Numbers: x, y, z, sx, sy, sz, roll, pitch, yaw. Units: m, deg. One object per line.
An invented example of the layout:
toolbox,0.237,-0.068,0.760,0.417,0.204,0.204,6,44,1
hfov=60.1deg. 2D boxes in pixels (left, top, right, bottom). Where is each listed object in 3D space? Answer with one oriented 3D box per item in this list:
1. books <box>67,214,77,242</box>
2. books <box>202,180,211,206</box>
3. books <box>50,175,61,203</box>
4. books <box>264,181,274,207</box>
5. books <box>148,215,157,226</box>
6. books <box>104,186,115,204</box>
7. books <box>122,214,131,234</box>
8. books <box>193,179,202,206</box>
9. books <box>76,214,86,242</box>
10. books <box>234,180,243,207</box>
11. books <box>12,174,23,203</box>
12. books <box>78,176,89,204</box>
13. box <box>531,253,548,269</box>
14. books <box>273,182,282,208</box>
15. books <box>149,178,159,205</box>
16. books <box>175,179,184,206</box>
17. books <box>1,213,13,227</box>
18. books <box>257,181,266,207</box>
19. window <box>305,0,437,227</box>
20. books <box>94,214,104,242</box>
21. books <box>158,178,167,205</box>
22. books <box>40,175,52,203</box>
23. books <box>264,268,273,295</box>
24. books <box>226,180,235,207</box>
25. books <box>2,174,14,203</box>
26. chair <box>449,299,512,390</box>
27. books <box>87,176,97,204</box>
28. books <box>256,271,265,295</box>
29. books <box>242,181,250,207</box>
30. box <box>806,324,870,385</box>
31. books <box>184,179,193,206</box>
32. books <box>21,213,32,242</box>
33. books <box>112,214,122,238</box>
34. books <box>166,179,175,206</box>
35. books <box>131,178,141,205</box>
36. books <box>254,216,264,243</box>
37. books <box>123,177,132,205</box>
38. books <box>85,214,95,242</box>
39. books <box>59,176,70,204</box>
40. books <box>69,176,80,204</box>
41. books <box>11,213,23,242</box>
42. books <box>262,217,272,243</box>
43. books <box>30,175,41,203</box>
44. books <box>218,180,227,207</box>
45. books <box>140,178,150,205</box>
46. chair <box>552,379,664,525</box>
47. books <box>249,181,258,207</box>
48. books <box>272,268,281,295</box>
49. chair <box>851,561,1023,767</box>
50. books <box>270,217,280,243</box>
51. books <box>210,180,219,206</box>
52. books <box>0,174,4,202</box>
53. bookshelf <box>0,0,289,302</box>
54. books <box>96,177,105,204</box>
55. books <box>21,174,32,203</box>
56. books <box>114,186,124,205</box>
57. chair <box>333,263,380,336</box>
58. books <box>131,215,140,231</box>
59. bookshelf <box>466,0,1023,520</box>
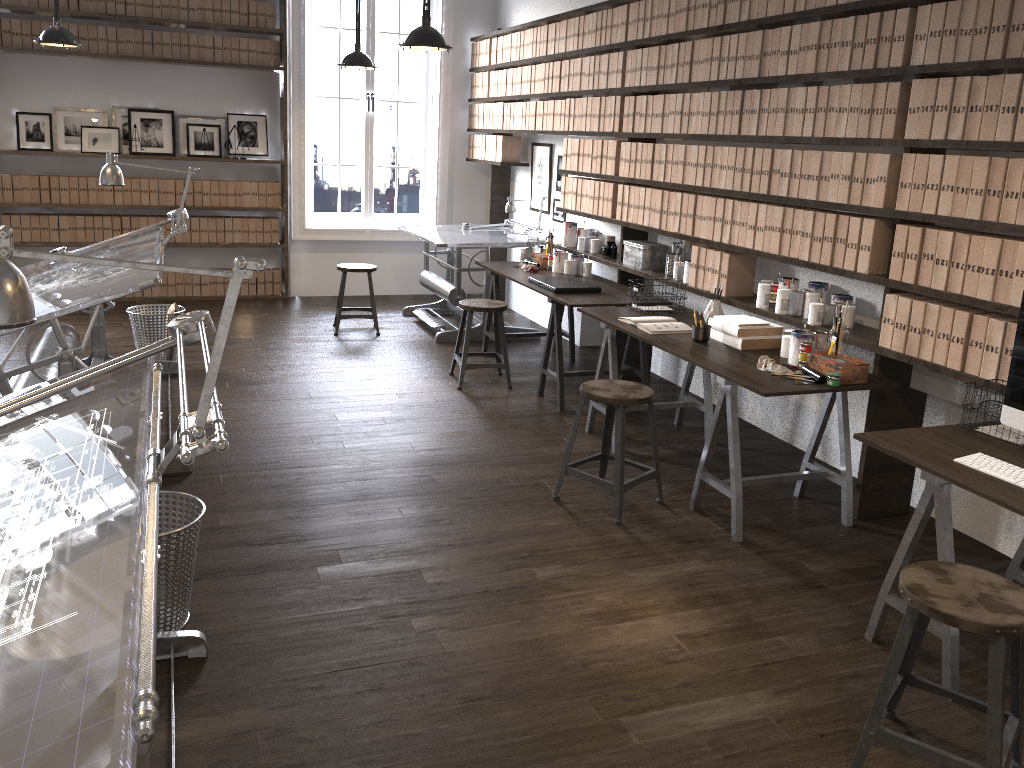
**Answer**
books,-3.758,-1.336,7.580,0.067,0.223,0.176,-2,15,-21
books,-2.726,-1.703,7.895,0.067,0.223,0.176,-2,15,-21
books,-3.845,-1.642,7.473,0.067,0.223,0.176,-2,15,-21
books,-2.219,-1.732,8.094,0.067,0.223,0.176,-2,15,-21
books,-3.165,-1.369,7.805,0.067,0.223,0.176,-2,15,-21
books,-3.461,-1.662,7.616,0.067,0.223,0.176,-2,15,-21
books,-3.363,-1.357,7.727,0.067,0.223,0.176,-2,15,-21
books,-2.794,-1.700,7.874,0.067,0.223,0.176,-2,15,-21
books,-3.694,-1.339,7.600,0.067,0.223,0.176,-2,15,-21
books,-2.470,-1.718,7.996,0.067,0.223,0.176,-2,15,-21
books,-4.102,-1.625,7.367,0.067,0.223,0.176,-2,15,-21
books,-3.646,-1.652,7.548,0.067,0.223,0.176,-2,15,-21
box,0.238,-0.882,6.328,0.137,0.082,0.214,-3,16,-21
books,-2.156,-1.734,8.111,0.067,0.223,0.176,-2,15,-21
books,-3.129,-1.679,7.739,0.067,0.223,0.176,-2,15,-21
books,-2.934,-1.692,7.820,0.067,0.223,0.176,-2,15,-21
books,-4.214,-1.310,7.401,0.067,0.223,0.176,-2,15,-21
books,-2.283,-1.728,8.067,0.067,0.223,0.176,-2,15,-21
window,-1.319,-2.586,8.202,1.245,2.283,0.155,-2,14,-21
books,-3.567,-1.347,7.655,0.067,0.223,0.176,-2,15,-21
books,-3.061,-1.683,7.765,0.067,0.223,0.176,-2,15,-21
books,-3.913,-1.636,7.441,0.067,0.223,0.176,-2,15,-21
books,-2.276,-0.957,8.262,0.067,0.223,0.176,-2,15,-21
books,-2.530,-1.713,7.968,0.067,0.223,0.176,-2,15,-21
books,-4.170,-1.622,7.342,0.067,0.223,0.176,-2,15,-21
chair,-0.194,-0.261,5.686,0.358,0.522,0.376,0,14,-13
books,-3.581,-1.654,7.567,0.067,0.223,0.176,-2,15,-21
books,-2.344,-0.951,8.231,0.067,0.223,0.176,-2,15,-21
books,-2.410,-1.720,8.017,0.067,0.223,0.176,-2,15,-21
box,1.315,-0.126,3.565,0.137,0.205,0.214,-2,15,-21
books,-2.862,-1.695,7.842,0.067,0.223,0.176,-2,15,-21
books,-4.080,-1.318,7.456,0.067,0.223,0.176,-2,15,-21
books,-3.435,-1.355,7.706,0.067,0.223,0.176,-2,15,-21
books,-3.004,-1.688,7.791,0.067,0.223,0.176,-2,15,-21
books,-3.264,-1.674,7.695,0.067,0.223,0.176,-2,15,-21
books,-2.324,-1.417,8.129,0.067,0.223,0.176,-2,15,-21
books,-3.328,-1.670,7.668,0.067,0.223,0.176,-2,15,-21
books,-3.633,-1.344,7.629,0.067,0.223,0.176,-2,15,-21
books,-3.777,-1.644,7.494,0.067,0.223,0.176,-2,15,-21
books,-3.712,-1.649,7.523,0.067,0.223,0.176,-2,15,-21
books,-4.146,-1.313,7.427,0.067,0.223,0.176,-2,15,-21
books,-2.258,-1.420,8.154,0.067,0.223,0.176,-2,15,-21
books,-3.984,-1.634,7.419,0.067,0.223,0.176,-2,15,-21
books,-2.595,-1.711,7.949,0.067,0.223,0.176,-2,15,-21
books,-3.197,-1.677,7.716,0.067,0.223,0.176,-2,15,-21
chair,0.441,0.275,3.869,0.374,0.522,0.360,15,18,40
books,-2.348,-1.723,8.038,0.067,0.223,0.176,-2,15,-21
books,-2.205,-0.960,8.287,0.067,0.223,0.176,-2,15,-21
chair,1.108,0.761,2.232,0.360,0.522,0.374,13,17,36
books,-2.190,-1.423,8.176,0.067,0.223,0.176,-2,15,-21
books,-2.662,-1.707,7.924,0.067,0.223,0.176,-2,15,-21
books,-4.238,-1.619,7.319,0.067,0.223,0.176,-2,15,-21
bookshelf,-3.241,-1.877,7.698,2.475,3.681,0.417,-2,14,-21
books,-3.520,-1.659,7.595,0.067,0.223,0.176,-2,15,-21
books,-4.045,-1.630,7.394,0.067,0.223,0.176,-2,15,-21
books,-3.393,-1.665,7.640,0.067,0.223,0.176,-2,15,-21
chair,-1.223,-0.669,6.974,0.358,0.522,0.376,0,14,-13
books,-3.295,-1.363,7.759,0.067,0.223,0.176,-2,15,-21
bookshelf,1.338,-0.490,4.476,0.374,3.170,9.282,-2,16,-21
